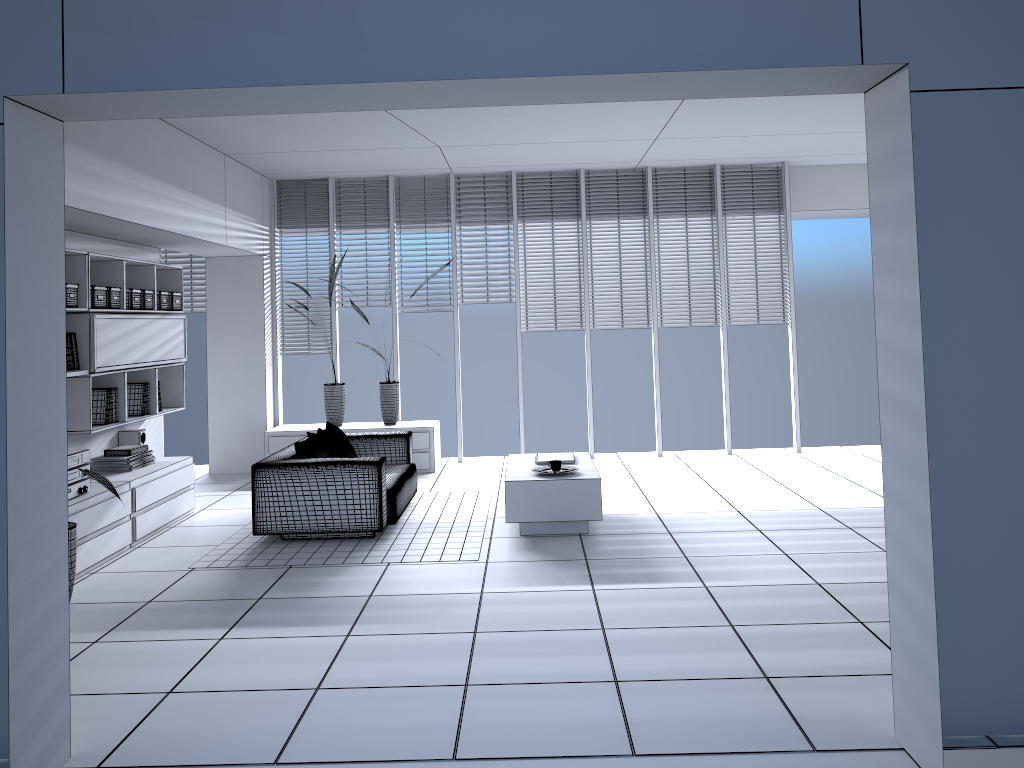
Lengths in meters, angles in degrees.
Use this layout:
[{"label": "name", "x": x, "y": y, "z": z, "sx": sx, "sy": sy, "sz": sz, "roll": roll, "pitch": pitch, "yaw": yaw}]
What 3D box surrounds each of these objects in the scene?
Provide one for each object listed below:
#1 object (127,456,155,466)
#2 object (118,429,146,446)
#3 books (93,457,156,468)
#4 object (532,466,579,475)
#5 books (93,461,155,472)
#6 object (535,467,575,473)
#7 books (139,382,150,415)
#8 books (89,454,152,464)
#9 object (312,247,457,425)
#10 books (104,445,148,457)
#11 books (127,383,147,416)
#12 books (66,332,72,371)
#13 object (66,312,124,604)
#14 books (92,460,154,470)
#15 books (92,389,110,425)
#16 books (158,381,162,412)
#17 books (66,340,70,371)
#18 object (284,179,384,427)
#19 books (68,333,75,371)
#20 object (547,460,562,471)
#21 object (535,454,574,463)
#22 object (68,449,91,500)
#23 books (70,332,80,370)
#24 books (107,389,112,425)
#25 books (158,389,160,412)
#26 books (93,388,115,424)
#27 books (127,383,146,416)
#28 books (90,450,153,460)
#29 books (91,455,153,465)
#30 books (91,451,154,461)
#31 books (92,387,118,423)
[{"label": "object", "x": -2.922, "y": 0.580, "z": 6.632, "sx": 0.285, "sy": 0.008, "sz": 0.416, "roll": -2, "pitch": 4, "yaw": 2}, {"label": "object", "x": -3.055, "y": 0.487, "z": 7.097, "sx": 0.177, "sy": 0.232, "sz": 0.119, "roll": -2, "pitch": -1, "yaw": 1}, {"label": "books", "x": -2.914, "y": 0.589, "z": 6.649, "sx": 0.285, "sy": 0.008, "sz": 0.416, "roll": -2, "pitch": 4, "yaw": 2}, {"label": "object", "x": 0.301, "y": 0.610, "z": 6.165, "sx": 0.329, "sy": 0.024, "sz": 0.330, "roll": 1, "pitch": 5, "yaw": 31}, {"label": "books", "x": -2.916, "y": 0.618, "z": 6.648, "sx": 0.285, "sy": 0.008, "sz": 0.416, "roll": -2, "pitch": 4, "yaw": 2}, {"label": "object", "x": 0.301, "y": 0.604, "z": 6.162, "sx": 0.217, "sy": 0.012, "sz": 0.214, "roll": -6, "pitch": 5, "yaw": -43}, {"label": "books", "x": -3.029, "y": 0.119, "z": 7.112, "sx": 0.207, "sy": 0.259, "sz": 0.050, "roll": -2, "pitch": -2, "yaw": 1}, {"label": "books", "x": -2.926, "y": 0.561, "z": 6.599, "sx": 0.285, "sy": 0.008, "sz": 0.416, "roll": -2, "pitch": 4, "yaw": 2}, {"label": "object", "x": -1.310, "y": -0.507, "z": 8.825, "sx": 1.551, "sy": 1.869, "sz": 0.690, "roll": -2, "pitch": -2, "yaw": -4}, {"label": "books", "x": -2.892, "y": 0.500, "z": 6.610, "sx": 0.207, "sy": 0.050, "sz": 0.259, "roll": -1, "pitch": 4, "yaw": 6}, {"label": "books", "x": -3.027, "y": 0.124, "z": 7.045, "sx": 0.207, "sy": 0.261, "sz": 0.074, "roll": -2, "pitch": -2, "yaw": 0}, {"label": "books", "x": -3.070, "y": -0.215, "z": 5.914, "sx": 0.207, "sy": 0.261, "sz": 0.074, "roll": -2, "pitch": -2, "yaw": 1}, {"label": "object", "x": -2.557, "y": 0.401, "z": 4.784, "sx": 1.172, "sy": 1.589, "sz": 0.250, "roll": -2, "pitch": -2, "yaw": 33}, {"label": "books", "x": -2.924, "y": 0.609, "z": 6.631, "sx": 0.285, "sy": 0.008, "sz": 0.416, "roll": -2, "pitch": 4, "yaw": 2}, {"label": "books", "x": -3.038, "y": 0.170, "z": 6.409, "sx": 0.207, "sy": 0.261, "sz": 0.074, "roll": -2, "pitch": -2, "yaw": 1}, {"label": "books", "x": -3.031, "y": 0.105, "z": 7.345, "sx": 0.207, "sy": 0.261, "sz": 0.074, "roll": -2, "pitch": -2, "yaw": 1}, {"label": "books", "x": -3.071, "y": -0.212, "z": 5.883, "sx": 0.207, "sy": 0.261, "sz": 0.074, "roll": -2, "pitch": -2, "yaw": 2}, {"label": "object", "x": -1.847, "y": -1.076, "z": 9.183, "sx": 1.424, "sy": 2.995, "sz": 0.494, "roll": -2, "pitch": -2, "yaw": 30}, {"label": "books", "x": -3.065, "y": -0.215, "z": 5.947, "sx": 0.207, "sy": 0.259, "sz": 0.072, "roll": -2, "pitch": -2, "yaw": 1}, {"label": "object", "x": 0.302, "y": 0.574, "z": 6.163, "sx": 0.096, "sy": 0.070, "sz": 0.084, "roll": -2, "pitch": 2, "yaw": -18}, {"label": "object", "x": 0.323, "y": 0.569, "z": 6.752, "sx": 0.285, "sy": 0.008, "sz": 0.416, "roll": -2, "pitch": 4, "yaw": 2}, {"label": "object", "x": -2.863, "y": 0.573, "z": 5.438, "sx": 0.347, "sy": 0.270, "sz": 0.431, "roll": -2, "pitch": 2, "yaw": 1}, {"label": "books", "x": -3.055, "y": -0.221, "z": 5.991, "sx": 0.207, "sy": 0.259, "sz": 0.072, "roll": -2, "pitch": -2, "yaw": 0}, {"label": "books", "x": -3.038, "y": 0.167, "z": 6.440, "sx": 0.207, "sy": 0.261, "sz": 0.074, "roll": -2, "pitch": -2, "yaw": 0}, {"label": "books", "x": -3.032, "y": 0.107, "z": 7.314, "sx": 0.207, "sy": 0.261, "sz": 0.074, "roll": -2, "pitch": -2, "yaw": 2}, {"label": "books", "x": -3.040, "y": 0.163, "z": 6.507, "sx": 0.207, "sy": 0.259, "sz": 0.050, "roll": -2, "pitch": -2, "yaw": 1}, {"label": "books", "x": -3.027, "y": 0.126, "z": 7.014, "sx": 0.207, "sy": 0.261, "sz": 0.074, "roll": -2, "pitch": -2, "yaw": 1}, {"label": "books", "x": -2.924, "y": 0.532, "z": 6.600, "sx": 0.285, "sy": 0.008, "sz": 0.416, "roll": -2, "pitch": 4, "yaw": 2}, {"label": "books", "x": -2.918, "y": 0.570, "z": 6.617, "sx": 0.285, "sy": 0.008, "sz": 0.416, "roll": -2, "pitch": 4, "yaw": 2}, {"label": "books", "x": -2.916, "y": 0.541, "z": 6.618, "sx": 0.285, "sy": 0.008, "sz": 0.416, "roll": -2, "pitch": 4, "yaw": 2}, {"label": "books", "x": -3.039, "y": 0.159, "z": 6.559, "sx": 0.207, "sy": 0.259, "sz": 0.050, "roll": -2, "pitch": -2, "yaw": 1}]
